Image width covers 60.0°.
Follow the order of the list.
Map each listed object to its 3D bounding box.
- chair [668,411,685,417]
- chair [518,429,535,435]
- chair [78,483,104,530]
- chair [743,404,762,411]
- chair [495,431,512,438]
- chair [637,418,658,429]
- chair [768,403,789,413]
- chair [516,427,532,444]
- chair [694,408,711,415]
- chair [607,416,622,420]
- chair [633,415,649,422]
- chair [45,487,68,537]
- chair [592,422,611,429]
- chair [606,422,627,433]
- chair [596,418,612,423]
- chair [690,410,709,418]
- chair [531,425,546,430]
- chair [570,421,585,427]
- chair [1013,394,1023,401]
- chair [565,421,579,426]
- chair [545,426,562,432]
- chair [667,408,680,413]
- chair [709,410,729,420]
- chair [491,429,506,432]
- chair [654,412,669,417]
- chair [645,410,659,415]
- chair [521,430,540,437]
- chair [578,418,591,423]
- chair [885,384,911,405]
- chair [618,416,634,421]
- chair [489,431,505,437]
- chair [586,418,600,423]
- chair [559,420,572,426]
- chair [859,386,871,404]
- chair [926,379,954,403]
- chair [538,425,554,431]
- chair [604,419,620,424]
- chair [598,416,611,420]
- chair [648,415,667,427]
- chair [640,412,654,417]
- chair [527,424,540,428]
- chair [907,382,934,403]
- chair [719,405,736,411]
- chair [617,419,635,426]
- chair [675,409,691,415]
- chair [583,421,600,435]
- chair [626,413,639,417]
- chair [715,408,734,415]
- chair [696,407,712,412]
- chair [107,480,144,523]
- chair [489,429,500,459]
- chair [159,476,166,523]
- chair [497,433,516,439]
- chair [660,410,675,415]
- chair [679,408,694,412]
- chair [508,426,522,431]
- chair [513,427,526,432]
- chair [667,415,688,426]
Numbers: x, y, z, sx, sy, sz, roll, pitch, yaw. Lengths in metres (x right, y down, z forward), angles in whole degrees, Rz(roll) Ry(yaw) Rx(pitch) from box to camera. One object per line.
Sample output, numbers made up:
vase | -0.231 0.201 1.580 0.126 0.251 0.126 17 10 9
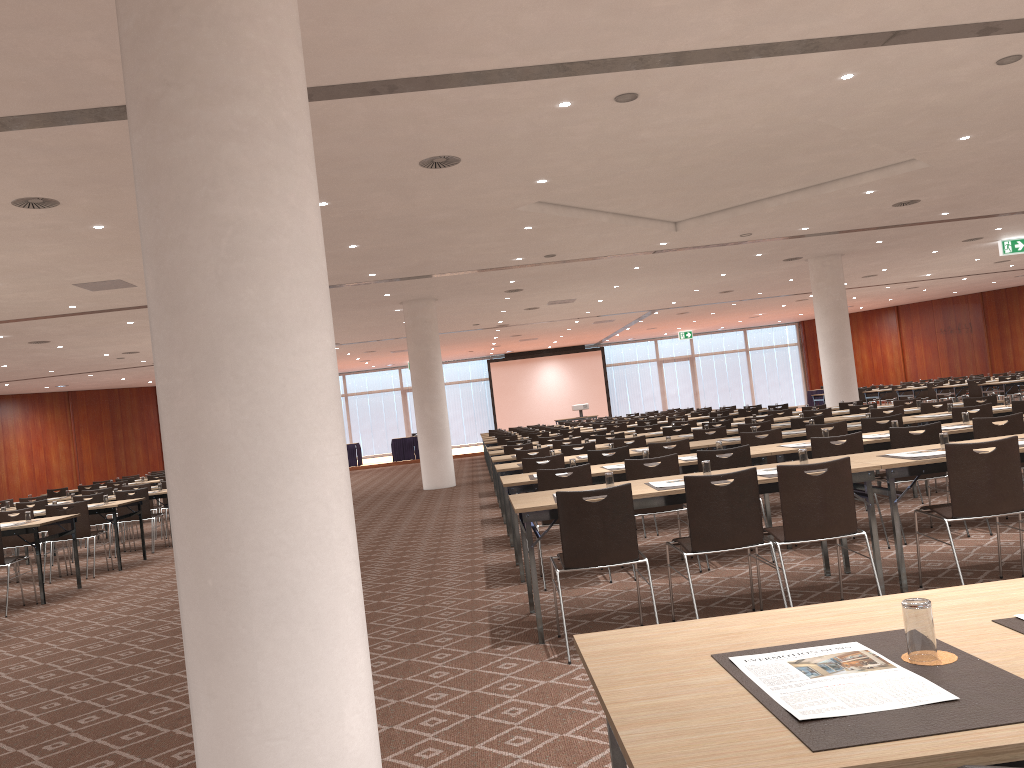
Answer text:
chair | 4.275 1.197 22.971 0.535 0.939 0.614 -7 -1 -2
chair | 0.429 1.632 22.745 0.535 0.939 0.614 -7 -1 0
chair | -8.624 2.530 18.311 0.535 0.939 0.614 -7 -1 -1
chair | 5.693 0.969 20.960 0.535 0.939 0.614 -7 -1 -1
chair | -0.187 1.703 22.758 0.535 0.939 0.614 -6 -1 -6
chair | 2.898 1.225 18.902 0.535 0.939 0.614 -6 -1 -3
chair | 5.717 0.905 19.036 0.535 0.939 0.614 -7 -1 0
chair | 0.379 1.703 24.787 0.535 0.939 0.614 -6 -1 -3
chair | 4.939 1.119 22.925 0.535 0.939 0.614 -7 -1 -1
chair | 3.142 1.452 26.843 0.535 0.939 0.614 -7 -1 0
chair | 3.341 1.301 22.849 0.535 0.939 0.614 -6 -1 -4
chair | -9.202 2.593 18.202 0.535 0.939 0.614 -7 -1 0
chair | 2.125 1.374 20.790 0.535 0.939 0.614 -6 -1 -3
chair | 2.245 1.297 18.829 0.535 0.939 0.614 -7 -1 -2
chair | 2.596 1.451 24.850 0.535 0.939 0.614 -6 -1 -5
chair | 4.427 1.113 20.900 0.535 0.939 0.614 -6 -1 -4
chair | 0.852 1.713 26.769 0.535 0.939 0.614 -7 -1 0
chair | 1.868 1.532 24.781 0.535 0.939 0.614 -7 -1 -1
chair | 11.241 0.274 19.176 0.535 0.939 0.614 -7 -1 -1
chair | 1.851 1.601 26.858 0.535 0.939 0.614 -7 -1 -1
chair | 1.087 1.556 22.742 0.535 0.939 0.614 -6 -1 -5
chair | 5.290 1.273 28.947 0.535 0.939 0.614 -7 -1 0
chair | 4.424 1.050 18.933 0.535 0.939 0.614 -6 -1 -5
chair | -0.368 1.853 26.753 0.535 0.939 0.614 -6 -1 -5
chair | 4.213 1.266 24.892 0.535 0.939 0.614 -6 -1 -3
chair | 4.591 1.354 28.990 0.535 0.939 0.614 -6 -1 -4
chair | 0.477 1.561 20.711 0.535 0.939 0.614 -7 -1 0
chair | 2.393 1.601 28.809 0.535 0.939 0.614 -6 -1 -4
chair | 11.020 0.497 25.311 0.535 0.939 0.614 -6 -1 -4
chair | 3.223 1.381 24.922 0.535 0.939 0.614 -6 -1 -6
chair | -0.381 1.787 24.673 0.535 0.939 0.614 -7 -1 -2
chair | 2.496 1.526 26.847 0.535 0.939 0.614 -7 -1 0
chair | 1.781 1.672 28.814 0.535 0.939 0.614 -7 -1 -2
chair | 11.491 0.570 29.277 0.535 0.939 0.614 -6 -1 -5
chair | 12.202 0.361 25.308 0.535 0.939 0.614 -6 -1 -6
chair | 0.998 1.632 24.774 0.535 0.939 0.614 -7 -1 0
chair | 2.597 1.387 22.891 0.535 0.939 0.614 -7 -1 -2
chair | 3.058 1.528 28.917 0.535 0.939 0.614 -7 -1 0
chair | 3.434 1.228 20.929 0.535 0.939 0.614 -6 -1 -5
chair | 4.142 1.341 26.968 0.535 0.939 0.614 -7 -1 -1
chair | 0.727 1.790 28.729 0.535 0.939 0.614 -6 -1 -5
chair | 11.614 0.425 25.199 0.535 0.939 0.614 -7 -1 -2
chair | 5.600 1.046 22.992 0.535 0.939 0.614 -6 -1 -3
chair | 2.695 1.311 20.852 0.535 0.939 0.614 -6 -1 -4
chair | 4.819 1.198 24.956 0.535 0.939 0.614 -6 -1 -6
chair | 2.076 1.445 22.824 0.535 0.939 0.614 -7 -1 -1
chair | 3.946 1.425 28.883 0.535 0.939 0.614 -6 -1 -4
chair | 5.029 1.046 20.963 0.535 0.939 0.614 -6 -1 -3
chair | 5.420 1.129 24.950 0.535 0.939 0.614 -7 -1 -1
chair | -8.010 2.458 18.259 0.535 0.939 0.614 -7 -1 -1
chair | -0.489 1.929 28.706 0.535 0.939 0.614 -7 -1 0
chair | -7.007 2.349 18.447 0.535 0.939 0.614 -7 -1 0
chair | -0.086 1.626 20.719 0.535 0.939 0.614 -7 -1 -2
chair | 4.740 1.271 26.919 0.535 0.939 0.614 -7 -1 -2
chair | 5.324 1.205 26.982 0.535 0.939 0.614 -6 -1 -3
chair | 0.149 1.858 28.779 0.535 0.939 0.614 -7 -1 -2
chair | 0.277 1.777 26.706 0.535 0.939 0.614 -6 -1 -4
chair | 3.541 1.149 18.856 0.535 0.939 0.614 -7 -1 -2
